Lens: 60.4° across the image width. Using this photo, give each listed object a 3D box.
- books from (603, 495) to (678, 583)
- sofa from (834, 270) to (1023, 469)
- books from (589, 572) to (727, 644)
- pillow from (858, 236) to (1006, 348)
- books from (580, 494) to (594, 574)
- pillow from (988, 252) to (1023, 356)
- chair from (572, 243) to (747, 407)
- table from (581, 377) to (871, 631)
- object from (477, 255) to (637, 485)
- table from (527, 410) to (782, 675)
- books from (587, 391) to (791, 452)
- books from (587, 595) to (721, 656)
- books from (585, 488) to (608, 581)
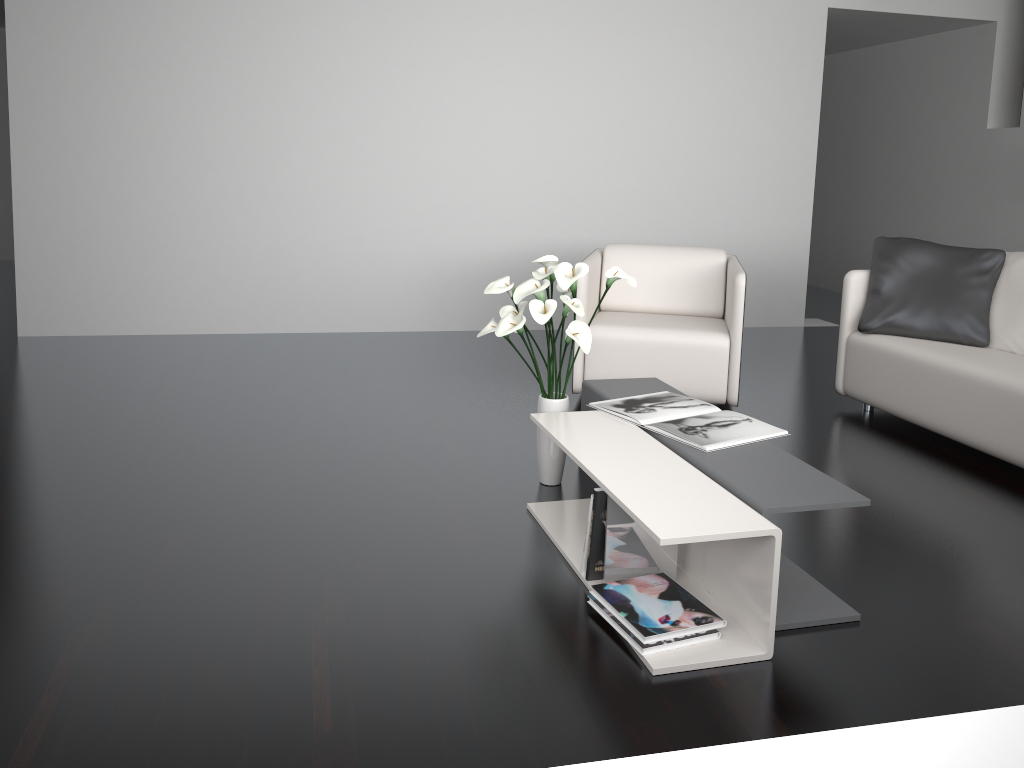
[{"bbox_3d":[0.342,0.388,2.307,0.205,0.279,0.007,-1,8,-16],"label":"books"},{"bbox_3d":[2.303,-0.009,3.275,0.919,0.648,2.286,-1,14,-16],"label":"sofa"},{"bbox_3d":[0.352,0.543,2.157,0.227,0.016,0.268,-4,15,-23],"label":"books"},{"bbox_3d":[1.916,-0.432,4.028,0.569,0.442,0.281,9,11,30],"label":"pillow"},{"bbox_3d":[0.305,0.396,2.361,0.227,0.234,0.071,-1,8,-16],"label":"books"},{"bbox_3d":[2.214,-0.372,3.954,0.324,0.490,0.595,-2,12,-24],"label":"pillow"},{"bbox_3d":[0.742,-0.342,4.414,0.768,0.649,0.937,4,12,10],"label":"chair"},{"bbox_3d":[0.565,0.288,2.739,0.298,0.308,1.284,-1,14,-15],"label":"table"},{"bbox_3d":[0.121,-0.020,2.939,0.448,0.784,0.383,-3,10,-30],"label":"object"},{"bbox_3d":[0.327,0.361,2.411,0.298,0.308,0.989,-1,14,-16],"label":"table"},{"bbox_3d":[0.548,0.104,2.803,0.360,0.016,0.557,-7,17,-32],"label":"books"},{"bbox_3d":[0.339,0.564,2.137,0.213,0.016,0.268,-4,15,-23],"label":"books"},{"bbox_3d":[0.316,0.391,2.331,0.234,0.259,0.051,-1,8,-16],"label":"books"}]
